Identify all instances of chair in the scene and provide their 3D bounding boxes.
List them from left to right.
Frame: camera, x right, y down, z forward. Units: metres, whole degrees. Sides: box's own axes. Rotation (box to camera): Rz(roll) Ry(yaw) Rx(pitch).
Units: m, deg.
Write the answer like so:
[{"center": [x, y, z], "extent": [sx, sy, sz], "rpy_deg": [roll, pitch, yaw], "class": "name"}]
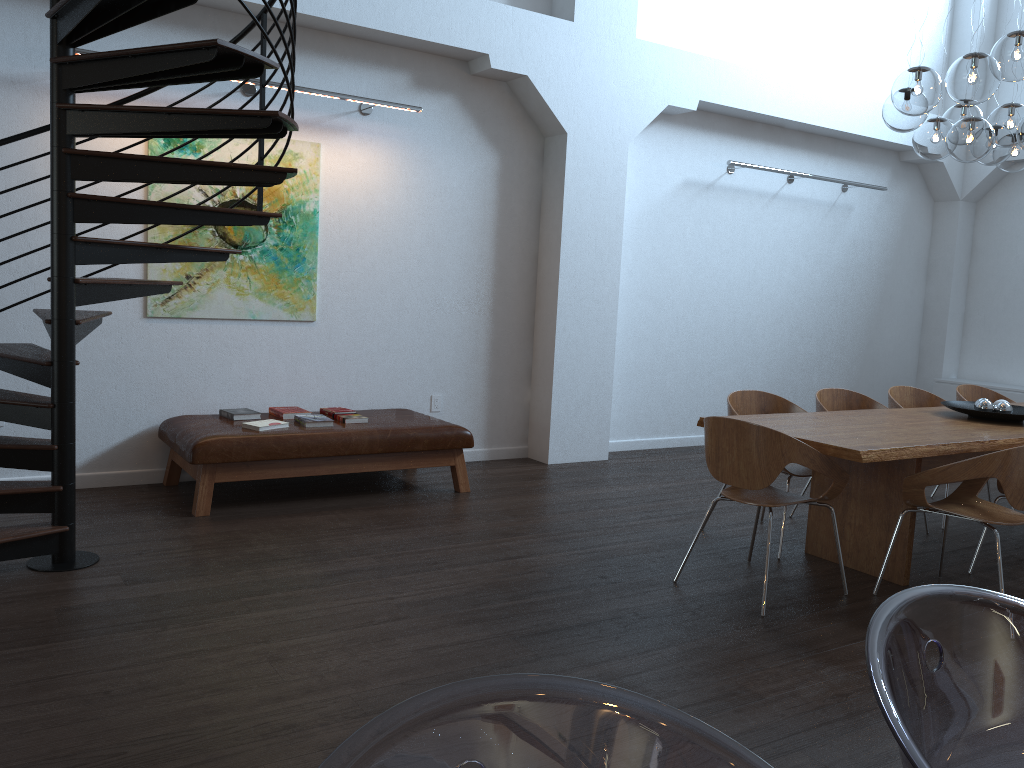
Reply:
[{"center": [0.063, 0.794, 0.644], "extent": [0.530, 1.014, 0.481], "rpy_deg": [-1, 8, -35], "class": "chair"}, {"center": [1.198, 0.561, 4.201], "extent": [0.618, 0.833, 0.629], "rpy_deg": [-2, 8, -38], "class": "chair"}, {"center": [1.525, 0.480, 5.094], "extent": [0.629, 0.830, 0.617], "rpy_deg": [-1, 7, -33], "class": "chair"}, {"center": [2.175, 0.472, 5.503], "extent": [0.629, 0.833, 0.618], "rpy_deg": [-1, 7, -31], "class": "chair"}, {"center": [2.808, 0.459, 5.930], "extent": [0.629, 0.833, 0.618], "rpy_deg": [-1, 7, -33], "class": "chair"}, {"center": [2.154, 0.623, 4.101], "extent": [0.629, 0.833, 0.618], "rpy_deg": [-1, 8, -34], "class": "chair"}, {"center": [3.473, 0.450, 6.339], "extent": [0.629, 0.833, 0.618], "rpy_deg": [-1, 7, -33], "class": "chair"}, {"center": [0.609, 0.787, 0.973], "extent": [0.530, 1.014, 0.481], "rpy_deg": [-1, 8, -35], "class": "chair"}, {"center": [2.821, 0.615, 4.506], "extent": [0.629, 0.833, 0.618], "rpy_deg": [-1, 7, -33], "class": "chair"}]

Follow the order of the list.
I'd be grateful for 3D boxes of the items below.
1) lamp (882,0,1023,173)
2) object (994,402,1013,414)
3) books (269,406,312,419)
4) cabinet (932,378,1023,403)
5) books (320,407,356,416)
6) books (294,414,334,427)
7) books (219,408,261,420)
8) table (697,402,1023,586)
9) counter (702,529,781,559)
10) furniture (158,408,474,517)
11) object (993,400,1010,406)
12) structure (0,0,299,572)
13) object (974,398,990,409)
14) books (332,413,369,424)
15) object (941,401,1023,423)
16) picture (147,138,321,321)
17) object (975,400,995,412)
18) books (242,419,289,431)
[{"center": [2.704, -2.249, 4.762], "extent": [1.787, 2.140, 0.849], "rpy_deg": [-1, 7, -34], "class": "lamp"}, {"center": [2.862, 0.154, 5.167], "extent": [0.100, 0.100, 0.100], "rpy_deg": [4, 6, 12], "class": "object"}, {"center": [-1.454, 0.189, 5.814], "extent": [0.197, 0.043, 0.283], "rpy_deg": [-1, 7, -33], "class": "books"}, {"center": [6.247, 0.583, 7.436], "extent": [0.478, 0.626, 5.580], "rpy_deg": [-1, 7, -33], "class": "cabinet"}, {"center": [-1.177, 0.188, 5.995], "extent": [0.161, 0.036, 0.224], "rpy_deg": [-2, 8, -38], "class": "books"}, {"center": [-1.239, 0.230, 5.554], "extent": [0.185, 0.040, 0.247], "rpy_deg": [0, 7, -29], "class": "books"}, {"center": [-1.733, 0.192, 5.658], "extent": [0.183, 0.044, 0.254], "rpy_deg": [-2, 8, -38], "class": "books"}, {"center": [2.817, 0.576, 5.244], "extent": [3.803, 0.750, 1.012], "rpy_deg": [-1, 7, -32], "class": "table"}, {"center": [0.764, 0.839, 1.307], "extent": [3.039, 0.860, 8.182], "rpy_deg": [6, 7, 28], "class": "counter"}, {"center": [-1.252, 0.452, 5.757], "extent": [1.819, 0.453, 0.907], "rpy_deg": [-1, 7, -33], "class": "furniture"}, {"center": [2.904, 0.142, 5.261], "extent": [0.100, 0.100, 0.100], "rpy_deg": [4, 6, 12], "class": "object"}, {"center": [-1.950, -1.341, 3.850], "extent": [1.998, 4.352, 1.998], "rpy_deg": [5, 7, 18], "class": "structure"}, {"center": [2.804, 0.133, 5.276], "extent": [0.100, 0.100, 0.100], "rpy_deg": [4, 6, 12], "class": "object"}, {"center": [-1.047, 0.221, 5.745], "extent": [0.161, 0.032, 0.224], "rpy_deg": [-1, 7, -33], "class": "books"}, {"center": [2.835, 0.171, 5.196], "extent": [0.592, 0.066, 0.592], "rpy_deg": [5, 6, 15], "class": "object"}, {"center": [-1.783, -1.022, 5.756], "extent": [1.095, 1.200, 0.010], "rpy_deg": [-1, 7, -33], "class": "picture"}, {"center": [2.764, 0.141, 5.183], "extent": [0.100, 0.100, 0.100], "rpy_deg": [4, 6, 12], "class": "object"}, {"center": [-1.482, 0.246, 5.341], "extent": [0.161, 0.031, 0.223], "rpy_deg": [7, 8, 35], "class": "books"}]
